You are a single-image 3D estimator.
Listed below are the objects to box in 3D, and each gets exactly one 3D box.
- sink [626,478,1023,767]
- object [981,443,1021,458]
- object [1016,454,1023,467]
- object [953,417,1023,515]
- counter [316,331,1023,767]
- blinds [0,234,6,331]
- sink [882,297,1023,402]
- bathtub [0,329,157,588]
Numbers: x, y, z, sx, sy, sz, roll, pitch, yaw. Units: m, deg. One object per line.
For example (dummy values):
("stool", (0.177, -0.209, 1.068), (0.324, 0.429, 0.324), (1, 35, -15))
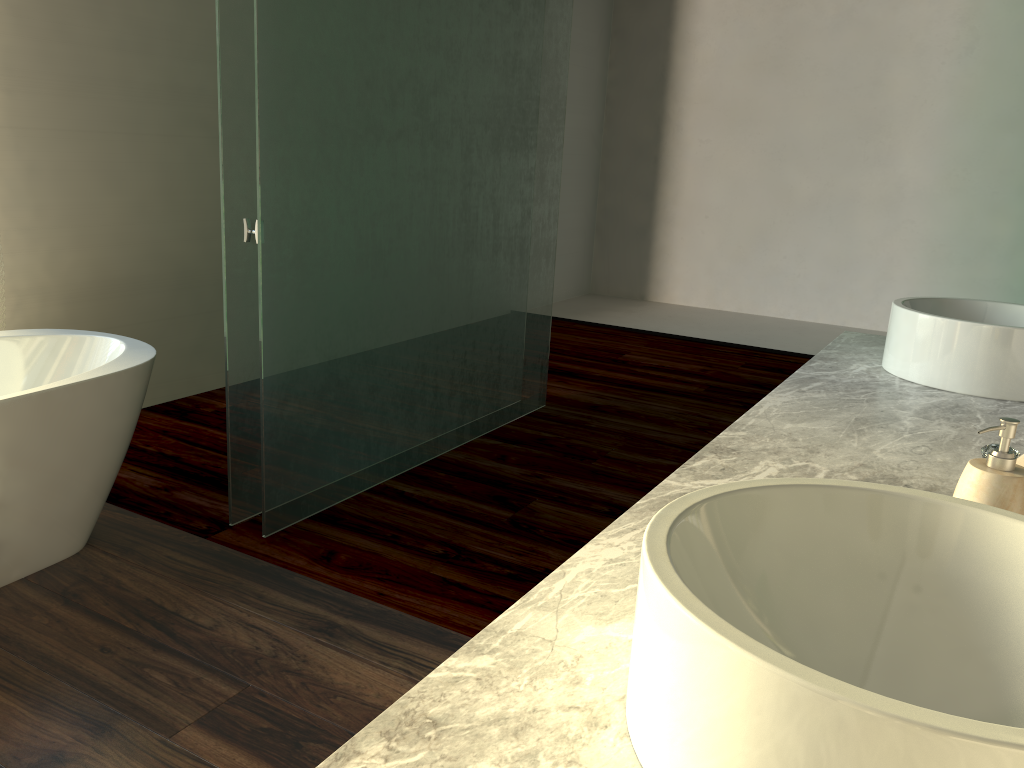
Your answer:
("sink", (0.263, 0.188, 0.593), (0.360, 0.131, 0.355), (5, 15, 7))
("object", (0.547, 0.112, 1.004), (0.040, 0.091, 0.056), (15, 19, 38))
("object", (0.608, 0.049, 0.847), (0.117, 0.305, 0.245), (-7, 18, -33))
("object", (0.475, 0.110, 0.873), (0.071, 0.158, 0.070), (6, 15, 12))
("counter", (0.517, 0.188, 1.095), (0.599, 0.101, 2.211), (11, 17, 28))
("blinds", (-2.173, -0.712, 1.941), (0.185, 2.338, 2.080), (11, 17, 28))
("sink", (0.919, -0.075, 1.710), (0.365, 0.131, 0.349), (12, 17, 31))
("bathtub", (-1.606, 0.243, 2.127), (0.781, 0.485, 1.586), (11, 17, 28))
